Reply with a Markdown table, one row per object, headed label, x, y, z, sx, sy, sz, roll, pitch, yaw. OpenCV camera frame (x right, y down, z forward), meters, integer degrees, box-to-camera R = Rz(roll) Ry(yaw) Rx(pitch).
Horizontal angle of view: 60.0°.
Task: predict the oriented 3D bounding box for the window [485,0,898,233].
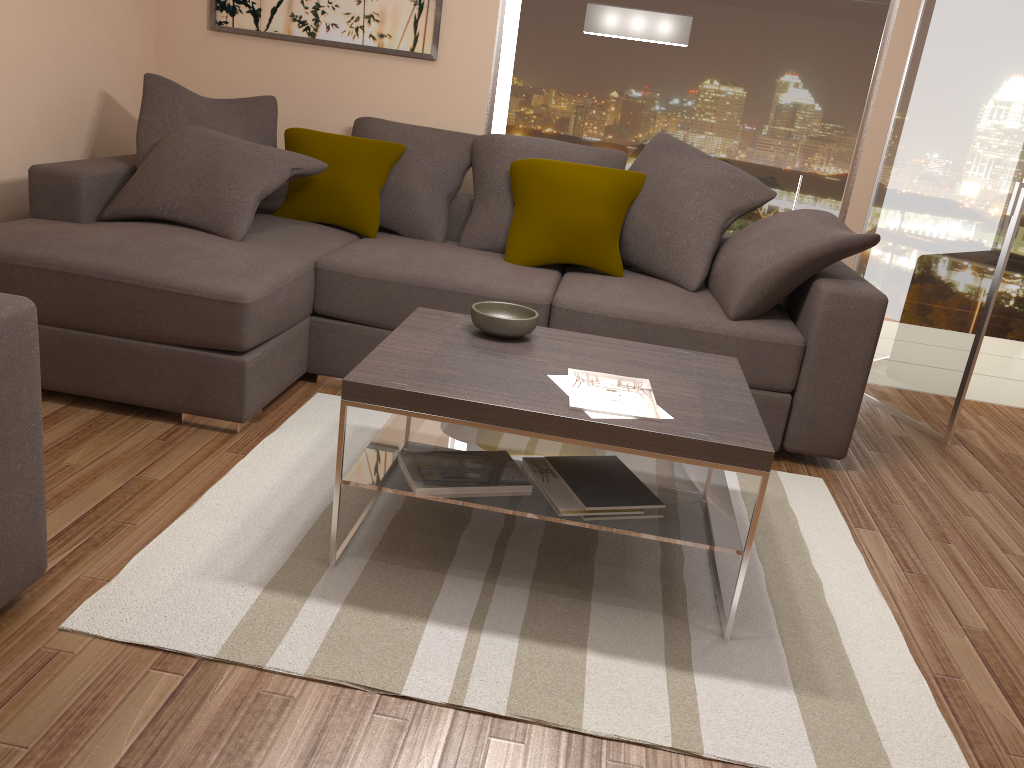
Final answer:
| label | x | y | z | sx | sy | sz | roll | pitch | yaw |
| --- | --- | --- | --- | --- | --- | --- | --- | --- | --- |
| window | 0.848 | -1.355 | 4.743 | 1.983 | 2.419 | 0.020 | 9 | 19 | 5 |

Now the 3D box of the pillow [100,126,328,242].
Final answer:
| label | x | y | z | sx | sy | sz | roll | pitch | yaw |
| --- | --- | --- | --- | --- | --- | --- | --- | --- | --- |
| pillow | -1.316 | -0.899 | 3.921 | 0.792 | 0.415 | 0.645 | 11 | 19 | 10 |

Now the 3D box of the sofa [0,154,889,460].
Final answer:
| label | x | y | z | sx | sy | sz | roll | pitch | yaw |
| --- | --- | --- | --- | --- | --- | --- | --- | --- | --- |
| sofa | -0.298 | -0.355 | 3.959 | 3.565 | 0.776 | 1.906 | 9 | 19 | 5 |

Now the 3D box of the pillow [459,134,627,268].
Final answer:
| label | x | y | z | sx | sy | sz | roll | pitch | yaw |
| --- | --- | --- | --- | --- | --- | --- | --- | --- | --- |
| pillow | 0.156 | -0.906 | 4.400 | 0.783 | 0.590 | 0.459 | 8 | 18 | 0 |

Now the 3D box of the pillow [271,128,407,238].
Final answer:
| label | x | y | z | sx | sy | sz | roll | pitch | yaw |
| --- | --- | --- | --- | --- | --- | --- | --- | --- | --- |
| pillow | -0.890 | -0.990 | 4.404 | 0.631 | 0.486 | 0.335 | 10 | 19 | 7 |

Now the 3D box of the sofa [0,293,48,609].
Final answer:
| label | x | y | z | sx | sy | sz | roll | pitch | yaw |
| --- | --- | --- | --- | --- | --- | --- | --- | --- | --- |
| sofa | -1.617 | 0.653 | 0.435 | 1.906 | 0.776 | 3.565 | 9 | 19 | 5 |

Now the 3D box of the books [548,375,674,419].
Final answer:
| label | x | y | z | sx | sy | sz | roll | pitch | yaw |
| --- | --- | --- | --- | --- | --- | --- | --- | --- | --- |
| books | 0.265 | 0.036 | 2.445 | 0.241 | 0.008 | 0.332 | 1 | 20 | -19 |

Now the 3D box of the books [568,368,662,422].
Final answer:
| label | x | y | z | sx | sy | sz | roll | pitch | yaw |
| --- | --- | --- | --- | --- | --- | --- | --- | --- | --- |
| books | 0.277 | 0.026 | 2.458 | 0.241 | 0.010 | 0.332 | 8 | 18 | 0 |

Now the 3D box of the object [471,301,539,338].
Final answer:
| label | x | y | z | sx | sy | sz | roll | pitch | yaw |
| --- | --- | --- | --- | --- | --- | --- | --- | --- | --- |
| object | -0.027 | -0.202 | 2.890 | 0.219 | 0.081 | 0.219 | 11 | 19 | 9 |

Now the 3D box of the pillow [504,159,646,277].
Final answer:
| label | x | y | z | sx | sy | sz | roll | pitch | yaw |
| --- | --- | --- | --- | --- | --- | --- | --- | --- | --- |
| pillow | 0.298 | -0.769 | 4.145 | 0.658 | 0.492 | 0.382 | 6 | 19 | -5 |

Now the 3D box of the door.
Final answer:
| label | x | y | z | sx | sy | sz | roll | pitch | yaw |
| --- | --- | --- | --- | --- | --- | --- | --- | --- | --- |
| door | 2.050 | -1.011 | 4.216 | 0.060 | 2.419 | 0.967 | 1 | 20 | -19 |

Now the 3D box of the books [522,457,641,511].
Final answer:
| label | x | y | z | sx | sy | sz | roll | pitch | yaw |
| --- | --- | --- | --- | --- | --- | --- | --- | --- | --- |
| books | 0.194 | 0.284 | 2.561 | 0.241 | 0.008 | 0.332 | 1 | 20 | -19 |

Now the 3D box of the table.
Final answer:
| label | x | y | z | sx | sy | sz | roll | pitch | yaw |
| --- | --- | --- | --- | --- | --- | --- | --- | --- | --- |
| table | 0.127 | 0.211 | 2.737 | 1.110 | 0.558 | 0.856 | 9 | 19 | 5 |

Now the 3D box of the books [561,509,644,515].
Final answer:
| label | x | y | z | sx | sy | sz | roll | pitch | yaw |
| --- | --- | --- | --- | --- | --- | --- | --- | --- | --- |
| books | 0.201 | 0.298 | 2.555 | 0.241 | 0.013 | 0.332 | 1 | 20 | -19 |

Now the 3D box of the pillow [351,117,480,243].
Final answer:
| label | x | y | z | sx | sy | sz | roll | pitch | yaw |
| --- | --- | --- | --- | --- | --- | --- | --- | --- | --- |
| pillow | -0.567 | -1.047 | 4.583 | 0.787 | 0.576 | 0.431 | 15 | 20 | 19 |

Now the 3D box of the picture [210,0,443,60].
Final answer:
| label | x | y | z | sx | sy | sz | roll | pitch | yaw |
| --- | --- | --- | --- | --- | --- | --- | --- | --- | --- |
| picture | -0.969 | -2.223 | 4.652 | 1.260 | 0.835 | 0.032 | 9 | 19 | 5 |

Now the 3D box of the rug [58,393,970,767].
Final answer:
| label | x | y | z | sx | sy | sz | roll | pitch | yaw |
| --- | --- | --- | --- | --- | --- | --- | --- | --- | --- |
| rug | 0.098 | 0.476 | 2.821 | 2.122 | 0.024 | 1.791 | 9 | 19 | 5 |

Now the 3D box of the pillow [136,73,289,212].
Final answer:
| label | x | y | z | sx | sy | sz | roll | pitch | yaw |
| --- | --- | --- | --- | --- | --- | --- | --- | --- | --- |
| pillow | -1.444 | -1.151 | 4.264 | 0.806 | 0.578 | 0.483 | -7 | 24 | -38 |

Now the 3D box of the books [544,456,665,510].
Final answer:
| label | x | y | z | sx | sy | sz | roll | pitch | yaw |
| --- | --- | --- | --- | --- | --- | --- | --- | --- | --- |
| books | 0.262 | 0.281 | 2.571 | 0.241 | 0.008 | 0.332 | 1 | 20 | -19 |

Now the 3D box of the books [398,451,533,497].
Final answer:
| label | x | y | z | sx | sy | sz | roll | pitch | yaw |
| --- | --- | --- | --- | --- | --- | --- | --- | --- | --- |
| books | -0.138 | 0.252 | 2.535 | 0.332 | 0.026 | 0.241 | 1 | 20 | -20 |

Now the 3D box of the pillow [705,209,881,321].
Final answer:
| label | x | y | z | sx | sy | sz | roll | pitch | yaw |
| --- | --- | --- | --- | --- | --- | --- | --- | --- | --- |
| pillow | 1.166 | -0.523 | 3.856 | 0.560 | 0.470 | 0.749 | 8 | 18 | 1 |

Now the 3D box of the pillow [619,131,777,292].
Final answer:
| label | x | y | z | sx | sy | sz | roll | pitch | yaw |
| --- | --- | --- | --- | --- | --- | --- | --- | --- | --- |
| pillow | 0.769 | -0.832 | 4.161 | 0.399 | 0.635 | 0.811 | -6 | 23 | -35 |
